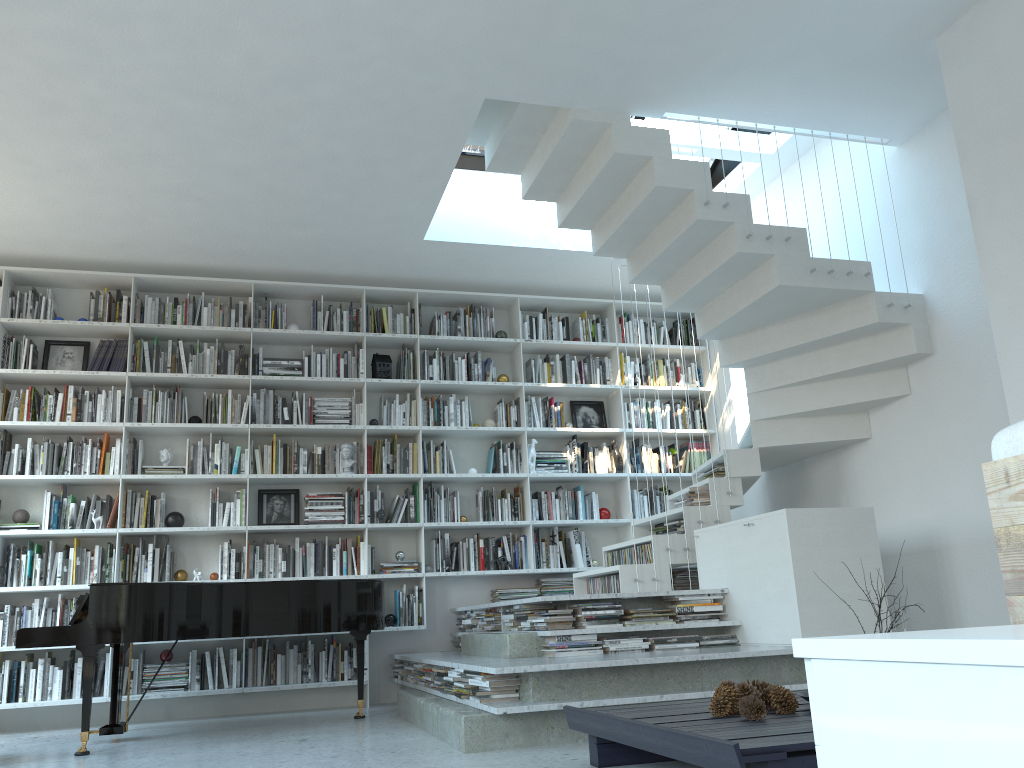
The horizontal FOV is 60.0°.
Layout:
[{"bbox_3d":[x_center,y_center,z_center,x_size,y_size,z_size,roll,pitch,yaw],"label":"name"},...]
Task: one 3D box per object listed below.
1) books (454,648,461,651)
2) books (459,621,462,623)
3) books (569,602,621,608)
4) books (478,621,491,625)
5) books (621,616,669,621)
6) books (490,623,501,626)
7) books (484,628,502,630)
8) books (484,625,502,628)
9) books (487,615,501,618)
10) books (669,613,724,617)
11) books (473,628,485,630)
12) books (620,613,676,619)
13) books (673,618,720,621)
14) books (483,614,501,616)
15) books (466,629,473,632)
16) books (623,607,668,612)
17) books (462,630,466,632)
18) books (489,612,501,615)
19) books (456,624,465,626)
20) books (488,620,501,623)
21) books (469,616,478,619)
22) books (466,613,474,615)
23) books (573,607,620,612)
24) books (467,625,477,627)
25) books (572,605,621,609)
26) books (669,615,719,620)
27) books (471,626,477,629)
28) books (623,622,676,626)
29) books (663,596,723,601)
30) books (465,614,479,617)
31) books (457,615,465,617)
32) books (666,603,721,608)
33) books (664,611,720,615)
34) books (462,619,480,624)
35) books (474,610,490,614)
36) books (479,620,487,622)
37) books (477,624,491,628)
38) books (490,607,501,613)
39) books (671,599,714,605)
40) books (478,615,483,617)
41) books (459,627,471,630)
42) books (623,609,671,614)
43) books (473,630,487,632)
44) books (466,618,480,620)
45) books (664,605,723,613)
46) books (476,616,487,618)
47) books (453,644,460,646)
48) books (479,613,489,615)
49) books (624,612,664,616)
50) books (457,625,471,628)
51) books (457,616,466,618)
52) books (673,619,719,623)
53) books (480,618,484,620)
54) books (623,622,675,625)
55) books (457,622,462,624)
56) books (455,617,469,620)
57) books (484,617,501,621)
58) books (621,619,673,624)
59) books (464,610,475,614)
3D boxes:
[{"bbox_3d":[-0.334,1.981,6.630,0.163,0.019,0.188,2,-16,-17],"label":"books"},{"bbox_3d":[-0.291,1.783,6.660,0.145,0.008,0.298,2,-16,-17],"label":"books"},{"bbox_3d":[0.457,1.218,4.891,0.261,0.016,0.129,2,-16,-17],"label":"books"},{"bbox_3d":[-0.131,1.641,6.102,0.154,0.018,0.221,2,-16,-17],"label":"books"},{"bbox_3d":[0.737,1.305,4.924,0.214,0.015,0.177,1,-16,-15],"label":"books"},{"bbox_3d":[-0.044,1.578,5.834,0.138,0.017,0.238,2,-16,-17],"label":"books"},{"bbox_3d":[-0.070,1.604,5.819,0.182,0.011,0.254,0,-15,-12],"label":"books"},{"bbox_3d":[-0.065,1.593,5.824,0.178,0.014,0.248,2,-16,-18],"label":"books"},{"bbox_3d":[-0.064,1.530,5.841,0.161,0.012,0.255,0,-15,-12],"label":"books"},{"bbox_3d":[1.026,1.303,4.997,0.281,0.008,0.181,0,-15,-11],"label":"books"},{"bbox_3d":[-0.148,1.678,6.087,0.190,0.012,0.236,2,-16,-18],"label":"books"},{"bbox_3d":[0.740,1.286,4.914,0.273,0.014,0.188,3,-16,-21],"label":"books"},{"bbox_3d":[1.022,1.331,5.010,0.259,0.009,0.153,2,-16,-19],"label":"books"},{"bbox_3d":[-0.071,1.520,5.842,0.187,0.009,0.261,2,-16,-17],"label":"books"},{"bbox_3d":[-0.221,1.768,6.370,0.173,0.016,0.234,2,-16,-17],"label":"books"},{"bbox_3d":[0.735,1.255,4.932,0.203,0.011,0.173,3,-16,-21],"label":"books"},{"bbox_3d":[-0.284,1.846,6.644,0.134,0.014,0.182,2,-16,-19],"label":"books"},{"bbox_3d":[-0.046,1.510,5.852,0.128,0.013,0.297,2,-16,-18],"label":"books"},{"bbox_3d":[-0.304,1.800,6.651,0.179,0.012,0.262,1,-16,-16],"label":"books"},{"bbox_3d":[-0.057,1.561,5.835,0.159,0.018,0.203,2,-16,-18],"label":"books"},{"bbox_3d":[-0.220,1.682,6.393,0.143,0.012,0.264,0,-15,-11],"label":"books"},{"bbox_3d":[-0.221,1.655,6.400,0.159,0.007,0.286,2,-16,-17],"label":"books"},{"bbox_3d":[0.461,1.240,4.873,0.221,0.018,0.154,1,-16,-15],"label":"books"},{"bbox_3d":[-0.217,1.735,6.380,0.152,0.009,0.260,2,-16,-19],"label":"books"},{"bbox_3d":[0.463,1.225,4.869,0.228,0.009,0.159,3,-16,-20],"label":"books"},{"bbox_3d":[1.020,1.321,5.018,0.262,0.016,0.132,3,-16,-21],"label":"books"},{"bbox_3d":[-0.204,1.750,6.380,0.131,0.021,0.241,1,-16,-14],"label":"books"},{"bbox_3d":[0.739,1.333,4.913,0.291,0.007,0.174,1,-15,-13],"label":"books"},{"bbox_3d":[1.022,1.215,5.020,0.285,0.013,0.181,3,-16,-21],"label":"books"},{"bbox_3d":[-0.222,1.667,6.397,0.163,0.018,0.290,2,-16,-17],"label":"books"},{"bbox_3d":[-0.304,1.740,6.667,0.159,0.011,0.246,2,-16,-19],"label":"books"},{"bbox_3d":[1.023,1.252,5.014,0.261,0.012,0.180,0,-15,-12],"label":"books"},{"bbox_3d":[1.020,1.298,5.019,0.268,0.014,0.160,2,-16,-17],"label":"books"},{"bbox_3d":[-0.236,1.708,6.382,0.189,0.030,0.238,2,-16,-19],"label":"books"},{"bbox_3d":[-0.148,1.570,6.116,0.165,0.015,0.243,3,-16,-21],"label":"books"},{"bbox_3d":[-0.128,1.627,6.107,0.150,0.013,0.216,1,-16,-16],"label":"books"},{"bbox_3d":[-0.141,1.661,6.094,0.164,0.023,0.242,0,-15,-12],"label":"books"},{"bbox_3d":[-0.058,1.490,5.854,0.139,0.028,0.262,0,-15,-11],"label":"books"},{"bbox_3d":[1.020,1.236,5.025,0.192,0.024,0.168,0,-15,-11],"label":"books"},{"bbox_3d":[-0.134,1.595,6.113,0.160,0.010,0.180,1,-16,-16],"label":"books"},{"bbox_3d":[-0.298,1.831,6.644,0.163,0.017,0.233,1,-16,-14],"label":"books"},{"bbox_3d":[0.734,1.268,4.936,0.245,0.013,0.173,2,-16,-17],"label":"books"},{"bbox_3d":[-0.143,1.689,6.085,0.183,0.012,0.297,2,-16,-17],"label":"books"},{"bbox_3d":[-0.226,1.691,6.389,0.171,0.007,0.207,1,-16,-14],"label":"books"},{"bbox_3d":[1.022,1.274,5.016,0.284,0.030,0.177,1,-16,-15],"label":"books"},{"bbox_3d":[-0.139,1.604,6.110,0.167,0.008,0.235,2,-16,-17],"label":"books"},{"bbox_3d":[-0.337,1.947,6.638,0.170,0.012,0.215,1,-16,-16],"label":"books"},{"bbox_3d":[-0.135,1.584,6.116,0.149,0.013,0.220,1,-15,-13],"label":"books"},{"bbox_3d":[0.733,1.280,4.938,0.179,0.010,0.160,1,-16,-14],"label":"books"},{"bbox_3d":[-0.308,1.814,6.646,0.175,0.017,0.266,1,-15,-13],"label":"books"},{"bbox_3d":[-0.303,1.750,6.665,0.167,0.008,0.235,2,-16,-17],"label":"books"},{"bbox_3d":[1.025,1.338,4.998,0.220,0.011,0.178,2,-16,-18],"label":"books"},{"bbox_3d":[-0.132,1.614,6.109,0.144,0.013,0.221,1,-15,-13],"label":"books"},{"bbox_3d":[0.739,1.327,4.914,0.287,0.005,0.165,0,-15,-11],"label":"books"},{"bbox_3d":[-0.298,1.790,6.655,0.156,0.009,0.288,2,-16,-18],"label":"books"},{"bbox_3d":[-0.312,1.760,6.659,0.171,0.015,0.253,3,-16,-21],"label":"books"},{"bbox_3d":[-0.066,1.544,5.837,0.179,0.017,0.294,1,-16,-15],"label":"books"},{"bbox_3d":[0.733,1.323,4.935,0.293,0.014,0.134,2,-16,-19],"label":"books"},{"bbox_3d":[-0.232,1.642,6.401,0.171,0.020,0.194,3,-16,-21],"label":"books"}]
